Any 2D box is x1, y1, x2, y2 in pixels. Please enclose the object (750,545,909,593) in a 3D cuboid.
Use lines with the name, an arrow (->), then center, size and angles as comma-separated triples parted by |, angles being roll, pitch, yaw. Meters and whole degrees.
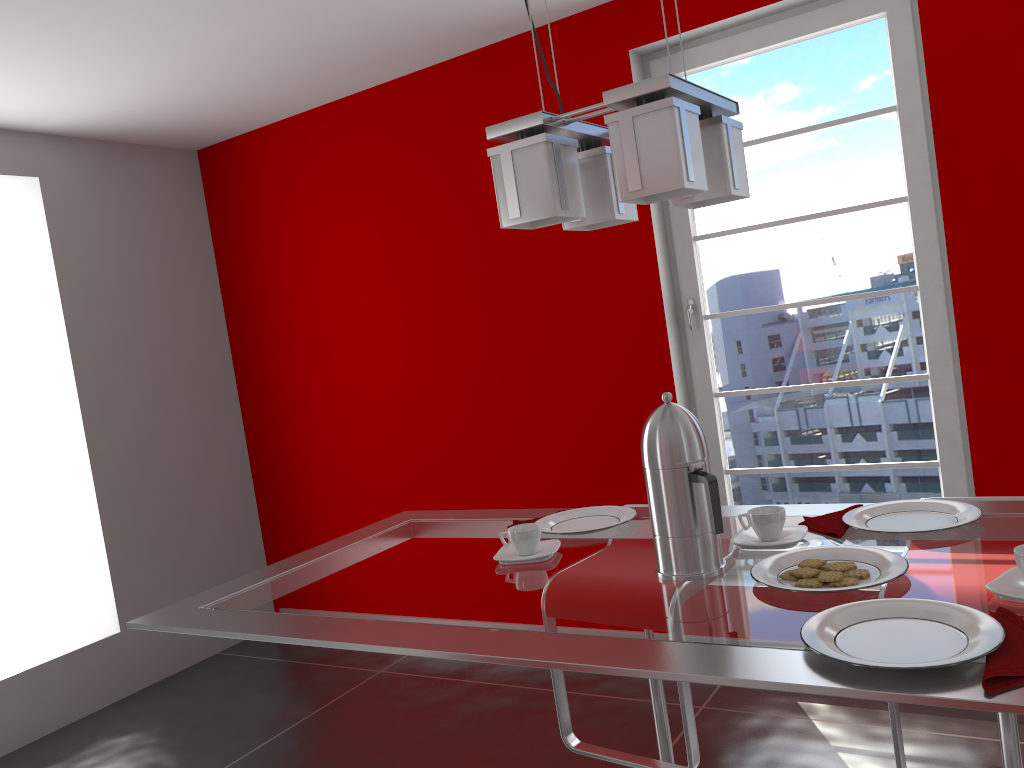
object -> 0.456, 0.271, 1.280 | 0.217, 0.015, 0.217 | -10, 4, -20

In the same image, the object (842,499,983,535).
object -> 0.668, 0.226, 1.486 | 0.217, 0.015, 0.217 | -8, 4, 8

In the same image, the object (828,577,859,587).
object -> 0.461, 0.275, 1.232 | 0.036, 0.006, 0.034 | -6, 4, 33

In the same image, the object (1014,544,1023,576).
object -> 0.665, 0.228, 1.093 | 0.078, 0.049, 0.062 | -6, 4, 32

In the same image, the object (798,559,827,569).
object -> 0.444, 0.266, 1.314 | 0.034, 0.006, 0.036 | -5, 5, 45

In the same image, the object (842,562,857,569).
object -> 0.485, 0.267, 1.299 | 0.036, 0.006, 0.034 | -8, 4, 12

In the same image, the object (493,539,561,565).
object -> 0.029, 0.313, 1.639 | 0.119, 0.016, 0.119 | -8, 4, 13

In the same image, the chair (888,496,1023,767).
chair -> 1.102, 0.717, 1.973 | 0.418, 0.857, 0.460 | -6, 4, 35

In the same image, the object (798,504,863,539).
object -> 0.554, 0.240, 1.564 | 0.095, 0.012, 0.234 | -6, 4, 31

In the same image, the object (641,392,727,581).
object -> 0.276, 0.153, 1.389 | 0.149, 0.287, 0.113 | -5, 5, 41

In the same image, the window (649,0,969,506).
window -> 1.079, -0.296, 3.271 | 0.938, 2.038, 0.117 | -6, 4, 33

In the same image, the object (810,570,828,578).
object -> 0.447, 0.274, 1.274 | 0.034, 0.006, 0.036 | -11, 5, -40

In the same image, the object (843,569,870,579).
object -> 0.488, 0.269, 1.257 | 0.036, 0.006, 0.034 | -7, 4, 16

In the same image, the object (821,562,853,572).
object -> 0.469, 0.264, 1.281 | 0.034, 0.006, 0.036 | -10, 4, -20

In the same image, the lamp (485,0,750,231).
lamp -> 0.111, -0.778, 1.375 | 0.304, 1.025, 0.304 | -6, 4, 33

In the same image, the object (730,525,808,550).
object -> 0.435, 0.261, 1.499 | 0.119, 0.016, 0.119 | -6, 4, 30

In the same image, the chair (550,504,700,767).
chair -> 0.400, 0.795, 2.404 | 0.418, 0.857, 0.460 | -5, 5, 40

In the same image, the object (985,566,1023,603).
object -> 0.662, 0.252, 1.098 | 0.119, 0.016, 0.119 | -11, 5, -37

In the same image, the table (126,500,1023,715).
table -> 0.299, 0.794, 1.505 | 1.700, 1.000, 0.800 | -6, 4, 33

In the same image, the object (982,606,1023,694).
object -> 0.557, 0.279, 0.939 | 0.095, 0.012, 0.234 | -6, 4, 33

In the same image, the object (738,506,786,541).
object -> 0.430, 0.237, 1.505 | 0.062, 0.049, 0.078 | -10, 4, -17

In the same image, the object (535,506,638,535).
object -> 0.149, 0.283, 1.814 | 0.217, 0.015, 0.217 | -11, 4, -33

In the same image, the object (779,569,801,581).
object -> 0.412, 0.278, 1.294 | 0.036, 0.006, 0.034 | -11, 4, -36

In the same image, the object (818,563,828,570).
object -> 0.449, 0.271, 1.316 | 0.034, 0.006, 0.036 | -6, 4, 37

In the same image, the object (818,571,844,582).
object -> 0.447, 0.270, 1.245 | 0.034, 0.006, 0.036 | -7, 4, 21

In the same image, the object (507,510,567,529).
object -> 0.035, 0.297, 1.891 | 0.095, 0.012, 0.234 | -6, 4, 31

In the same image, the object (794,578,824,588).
object -> 0.420, 0.280, 1.249 | 0.036, 0.006, 0.034 | -6, 4, 32

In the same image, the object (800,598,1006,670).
object -> 0.445, 0.289, 1.018 | 0.217, 0.015, 0.217 | -10, 4, -21

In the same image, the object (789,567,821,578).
object -> 0.423, 0.271, 1.279 | 0.034, 0.006, 0.036 | -11, 4, -33

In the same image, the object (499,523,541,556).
object -> 0.021, 0.289, 1.644 | 0.062, 0.049, 0.078 | -11, 4, -34
